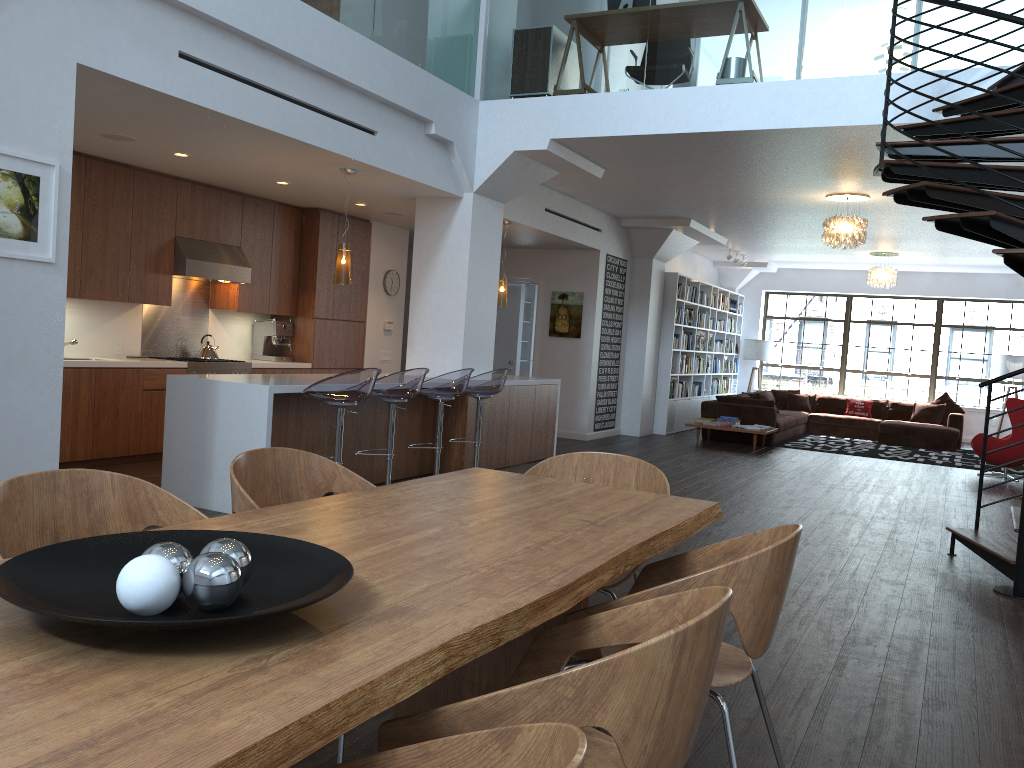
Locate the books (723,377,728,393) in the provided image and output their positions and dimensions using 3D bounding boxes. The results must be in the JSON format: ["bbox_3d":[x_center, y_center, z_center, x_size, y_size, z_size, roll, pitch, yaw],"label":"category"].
[{"bbox_3d":[3.952,0.022,16.577,0.140,0.298,0.044,5,3,27],"label":"books"}]

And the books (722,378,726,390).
[{"bbox_3d":[3.874,0.027,16.490,0.198,0.284,0.066,5,3,27],"label":"books"}]

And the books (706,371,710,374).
[{"bbox_3d":[3.272,-0.208,15.284,0.246,0.038,0.171,5,3,27],"label":"books"}]

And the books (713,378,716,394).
[{"bbox_3d":[3.514,0.037,15.739,0.176,0.290,0.053,5,3,26],"label":"books"}]

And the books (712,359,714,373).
[{"bbox_3d":[3.428,-0.318,15.494,0.182,0.255,0.077,5,3,27],"label":"books"}]

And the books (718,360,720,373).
[{"bbox_3d":[3.626,-0.318,15.891,0.174,0.242,0.105,5,3,27],"label":"books"}]

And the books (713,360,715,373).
[{"bbox_3d":[3.475,-0.313,15.585,0.174,0.243,0.085,5,3,27],"label":"books"}]

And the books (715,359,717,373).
[{"bbox_3d":[3.518,-0.318,15.661,0.182,0.253,0.098,5,3,27],"label":"books"}]

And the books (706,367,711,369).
[{"bbox_3d":[3.284,-0.285,15.307,0.259,0.040,0.180,5,3,27],"label":"books"}]

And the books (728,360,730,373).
[{"bbox_3d":[3.985,-0.333,16.613,0.160,0.251,0.039,5,3,27],"label":"books"}]

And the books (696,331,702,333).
[{"bbox_3d":[2.964,-0.859,14.468,0.223,0.027,0.161,6,4,36],"label":"books"}]

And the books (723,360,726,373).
[{"bbox_3d":[3.813,-0.329,16.257,0.174,0.251,0.051,5,3,27],"label":"books"}]

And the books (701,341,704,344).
[{"bbox_3d":[3.114,-0.698,14.862,0.168,0.045,0.231,5,3,22],"label":"books"}]

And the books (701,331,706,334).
[{"bbox_3d":[3.145,-0.863,14.859,0.129,0.043,0.185,6,4,41],"label":"books"}]

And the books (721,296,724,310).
[{"bbox_3d":[3.674,-1.437,15.786,0.171,0.246,0.057,5,3,27],"label":"books"}]

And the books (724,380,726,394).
[{"bbox_3d":[3.861,0.045,16.431,0.183,0.253,0.037,5,3,27],"label":"books"}]

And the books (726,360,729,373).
[{"bbox_3d":[3.940,-0.333,16.523,0.183,0.253,0.042,5,3,27],"label":"books"}]

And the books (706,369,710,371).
[{"bbox_3d":[3.274,-0.246,15.285,0.251,0.037,0.160,6,3,32],"label":"books"}]

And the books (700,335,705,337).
[{"bbox_3d":[3.121,-0.806,14.886,0.223,0.027,0.161,5,3,16],"label":"books"}]

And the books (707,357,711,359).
[{"bbox_3d":[3.314,-0.453,15.265,0.208,0.024,0.144,6,3,32],"label":"books"}]

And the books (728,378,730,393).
[{"bbox_3d":[4.031,0.021,16.782,0.176,0.290,0.053,5,3,27],"label":"books"}]

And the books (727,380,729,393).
[{"bbox_3d":[3.995,0.044,16.708,0.171,0.246,0.057,5,3,27],"label":"books"}]

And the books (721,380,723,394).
[{"bbox_3d":[3.776,0.047,16.271,0.183,0.253,0.036,5,3,27],"label":"books"}]

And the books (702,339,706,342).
[{"bbox_3d":[3.122,-0.739,14.853,0.183,0.042,0.253,5,3,27],"label":"books"}]

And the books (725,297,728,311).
[{"bbox_3d":[3.790,-1.444,16.009,0.183,0.253,0.034,5,3,27],"label":"books"}]

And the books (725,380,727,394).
[{"bbox_3d":[3.911,0.046,16.541,0.189,0.247,0.057,5,3,27],"label":"books"}]

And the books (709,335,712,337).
[{"bbox_3d":[3.289,-0.823,15.156,0.223,0.031,0.161,5,3,27],"label":"books"}]

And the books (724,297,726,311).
[{"bbox_3d":[3.728,-1.442,15.888,0.183,0.253,0.034,5,3,27],"label":"books"}]

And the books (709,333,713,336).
[{"bbox_3d":[3.295,-0.853,15.162,0.224,0.030,0.161,6,4,37],"label":"books"}]

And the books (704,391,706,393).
[{"bbox_3d":[3.204,0.123,15.290,0.284,0.033,0.197,5,3,12],"label":"books"}]

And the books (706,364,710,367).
[{"bbox_3d":[3.293,-0.326,15.286,0.231,0.044,0.168,5,3,22],"label":"books"}]

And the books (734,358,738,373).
[{"bbox_3d":[4.265,-0.360,17.149,0.176,0.290,0.053,5,3,27],"label":"books"}]

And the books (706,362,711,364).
[{"bbox_3d":[3.289,-0.367,15.279,0.253,0.040,0.183,5,3,27],"label":"books"}]

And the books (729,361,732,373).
[{"bbox_3d":[4.040,-0.323,16.724,0.168,0.228,0.139,5,3,27],"label":"books"}]

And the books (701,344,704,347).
[{"bbox_3d":[3.092,-0.655,14.858,0.180,0.042,0.259,5,3,27],"label":"books"}]

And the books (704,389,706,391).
[{"bbox_3d":[3.204,0.090,15.293,0.254,0.032,0.174,6,3,32],"label":"books"}]

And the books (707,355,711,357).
[{"bbox_3d":[3.310,-0.485,15.259,0.185,0.041,0.129,6,4,41],"label":"books"}]

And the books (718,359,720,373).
[{"bbox_3d":[3.647,-0.323,15.940,0.170,0.251,0.118,5,3,27],"label":"books"}]

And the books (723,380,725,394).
[{"bbox_3d":[3.844,0.047,16.405,0.160,0.250,0.027,5,3,27],"label":"books"}]

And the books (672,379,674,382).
[{"bbox_3d":[2.359,-0.058,13.434,0.174,0.045,0.240,5,3,16],"label":"books"}]

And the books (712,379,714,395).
[{"bbox_3d":[3.456,0.041,15.644,0.198,0.284,0.066,5,3,26],"label":"books"}]

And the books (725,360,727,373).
[{"bbox_3d":[3.885,-0.328,16.416,0.171,0.246,0.036,5,3,27],"label":"books"}]

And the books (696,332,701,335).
[{"bbox_3d":[2.965,-0.823,14.494,0.174,0.045,0.240,5,3,26],"label":"books"}]

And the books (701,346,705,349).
[{"bbox_3d":[3.113,-0.613,14.853,0.160,0.039,0.251,6,3,32],"label":"books"}]

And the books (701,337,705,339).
[{"bbox_3d":[3.122,-0.776,14.860,0.161,0.033,0.223,5,3,27],"label":"books"}]

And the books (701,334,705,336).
[{"bbox_3d":[3.138,-0.830,14.867,0.144,0.024,0.208,6,3,32],"label":"books"}]

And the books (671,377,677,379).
[{"bbox_3d":[2.359,-0.093,13.408,0.223,0.027,0.161,6,4,36],"label":"books"}]

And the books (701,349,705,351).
[{"bbox_3d":[3.114,-0.574,14.856,0.171,0.039,0.246,5,3,27],"label":"books"}]

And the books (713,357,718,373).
[{"bbox_3d":[3.551,-0.340,15.760,0.197,0.290,0.136,5,3,27],"label":"books"}]

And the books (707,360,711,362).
[{"bbox_3d":[3.300,-0.401,15.280,0.223,0.032,0.161,5,3,27],"label":"books"}]

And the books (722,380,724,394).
[{"bbox_3d":[3.796,0.047,16.301,0.183,0.253,0.037,5,3,27],"label":"books"}]
